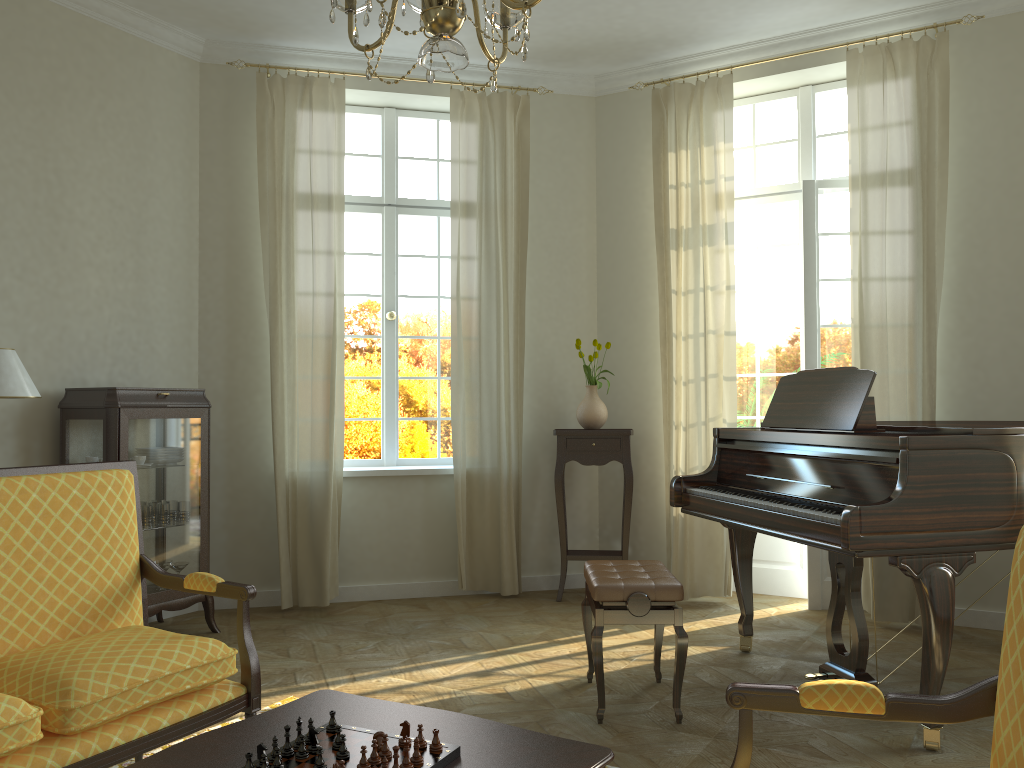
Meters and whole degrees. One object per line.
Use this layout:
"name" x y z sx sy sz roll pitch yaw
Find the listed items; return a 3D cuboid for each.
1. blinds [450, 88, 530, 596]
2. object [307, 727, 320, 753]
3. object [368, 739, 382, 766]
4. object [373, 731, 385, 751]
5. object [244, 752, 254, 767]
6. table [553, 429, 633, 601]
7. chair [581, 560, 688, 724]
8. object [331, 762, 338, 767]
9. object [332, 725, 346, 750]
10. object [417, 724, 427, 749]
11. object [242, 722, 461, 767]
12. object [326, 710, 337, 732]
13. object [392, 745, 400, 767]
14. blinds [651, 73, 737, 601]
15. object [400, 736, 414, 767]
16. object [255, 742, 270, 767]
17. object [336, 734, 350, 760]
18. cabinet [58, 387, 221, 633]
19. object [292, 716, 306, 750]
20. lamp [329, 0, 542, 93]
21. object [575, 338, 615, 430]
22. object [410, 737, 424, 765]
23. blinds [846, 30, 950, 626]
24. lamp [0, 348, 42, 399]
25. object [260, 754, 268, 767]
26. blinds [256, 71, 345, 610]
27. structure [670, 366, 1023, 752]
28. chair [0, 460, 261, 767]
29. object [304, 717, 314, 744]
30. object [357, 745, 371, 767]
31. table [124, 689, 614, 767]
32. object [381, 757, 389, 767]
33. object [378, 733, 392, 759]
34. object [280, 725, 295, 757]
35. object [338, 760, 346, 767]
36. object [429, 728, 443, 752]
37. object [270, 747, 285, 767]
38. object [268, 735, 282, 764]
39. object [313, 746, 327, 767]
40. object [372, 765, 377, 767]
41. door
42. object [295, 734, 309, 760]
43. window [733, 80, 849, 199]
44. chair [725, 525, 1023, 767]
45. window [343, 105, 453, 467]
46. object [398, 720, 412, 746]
"blinds" -0.144 -0.285 5.964 0.552 3.381 0.159 0 -2 -11
"object" -0.435 0.782 1.952 0.030 0.052 0.030 1 -2 -42
"object" -0.292 0.781 1.884 0.030 0.050 0.030 0 -2 -12
"object" -0.294 0.792 1.968 0.030 0.030 0.052 0 -2 -8
"object" -0.541 0.783 1.826 0.030 0.044 0.030 0 -2 -12
"table" 0.548 0.861 5.933 0.522 1.114 0.344 0 -2 6
"chair" 0.513 1.086 3.829 0.385 0.563 0.638 0 -2 1
"object" -0.375 0.788 1.806 0.052 0.030 0.030 0 -2 -13
"object" -0.385 0.783 1.971 0.030 0.050 0.030 0 -2 -12
"object" -0.204 0.783 1.975 0.030 0.050 0.030 0 -2 -12
"object" -0.355 0.815 1.891 0.360 0.021 0.360 -1 -2 26
"object" -0.421 0.789 2.078 0.030 0.044 0.030 0 -2 -12
"object" -0.237 0.771 1.813 0.030 0.064 0.030 0 -2 -12
"blinds" 1.197 -0.294 5.790 0.552 3.386 0.159 -1 -2 28
"object" -0.220 0.769 1.850 0.030 0.069 0.030 0 -2 -12
"object" -0.524 0.780 1.862 0.030 0.052 0.030 0 -2 -12
"object" -0.365 0.782 1.917 0.030 0.050 0.030 0 -2 -12
"cabinet" -2.059 0.718 4.873 0.542 1.386 0.733 -1 -2 30
"object" -0.472 0.774 1.970 0.030 0.069 0.030 0 -2 -12
"lamp" -0.178 -1.539 2.272 0.661 1.466 0.662 0 -2 0
"object" 0.541 0.001 5.954 0.264 0.609 0.242 1 -2 -35
"object" -0.203 0.778 1.885 0.030 0.055 0.030 0 -2 -12
"blinds" 2.242 -0.321 5.115 0.554 3.386 0.162 -1 -2 25
"lamp" -2.385 0.612 4.083 0.381 1.552 0.380 -1 -2 36
"object" -0.505 0.780 1.809 0.030 0.050 0.030 0 -2 -12
"blinds" -1.336 -0.290 5.606 0.554 3.385 0.162 0 -2 -9
"structure" 1.899 0.647 4.085 1.856 1.439 1.514 0 -2 -14
"chair" -1.403 0.792 2.393 0.680 1.083 1.389 -1 -2 30
"object" -0.455 0.782 2.006 0.030 0.055 0.030 0 -2 -12
"object" -0.309 0.780 1.850 0.030 0.050 0.030 0 -2 -12
"table" -0.365 1.072 1.846 0.922 0.494 0.932 -1 -2 32
"object" -0.254 0.775 1.777 0.030 0.055 0.030 0 -2 -12
"object" -0.274 0.781 1.917 0.030 0.050 0.030 0 -2 -12
"object" -0.490 0.776 1.934 0.030 0.064 0.030 0 -2 -12
"object" -0.340 0.778 1.774 0.030 0.050 0.030 0 -2 -12
"object" -0.168 0.785 1.957 0.030 0.044 0.030 0 -2 -12
"object" -0.488 0.781 1.845 0.030 0.050 0.030 0 -2 -12
"object" -0.507 0.779 1.898 0.030 0.055 0.030 0 -2 -12
"object" -0.400 0.780 1.847 0.030 0.050 0.030 0 -2 -12
"object" -0.272 0.775 1.741 0.030 0.052 0.030 0 -2 -12
"door" 1.880 0.064 5.699 1.385 2.690 0.425 -1 -2 31
"object" -0.454 0.782 1.917 0.030 0.050 0.030 0 -2 -12
"window" 1.964 -1.637 5.903 1.380 0.680 0.055 -1 -2 31
"chair" 0.612 0.756 1.415 0.671 1.083 0.730 -1 -2 15
"window" -0.858 -0.688 6.244 1.400 2.550 0.181 0 -2 -14
"object" -0.241 0.782 1.992 0.030 0.052 0.030 0 -2 -12
